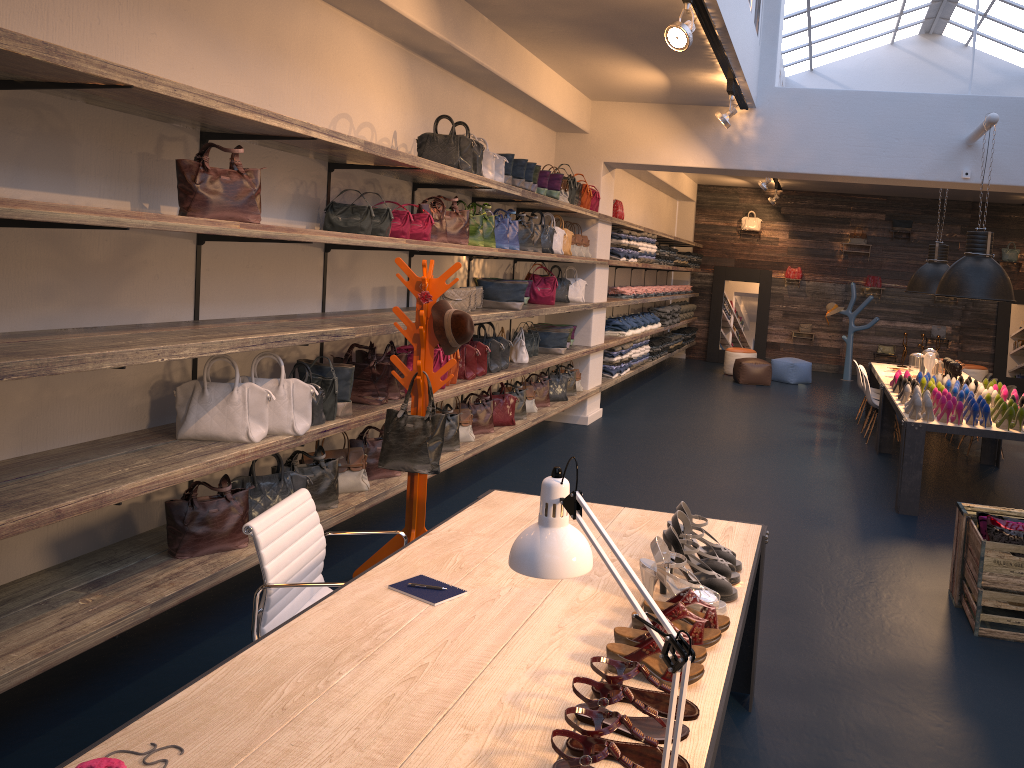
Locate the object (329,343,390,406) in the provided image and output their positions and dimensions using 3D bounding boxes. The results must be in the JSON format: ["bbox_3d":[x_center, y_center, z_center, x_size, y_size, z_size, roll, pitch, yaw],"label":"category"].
[{"bbox_3d":[-0.872,-0.065,5.066,0.357,0.337,0.229,7,6,20],"label":"object"}]

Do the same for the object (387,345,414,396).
[{"bbox_3d":[-0.668,-0.079,5.429,0.254,0.298,0.350,10,8,43],"label":"object"}]

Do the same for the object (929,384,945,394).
[{"bbox_3d":[3.897,0.090,7.982,0.194,0.194,0.253,6,7,16],"label":"object"}]

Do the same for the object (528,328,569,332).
[{"bbox_3d":[0.356,-0.435,8.635,0.434,0.230,0.172,2,6,-15],"label":"object"}]

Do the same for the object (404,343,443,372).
[{"bbox_3d":[-0.590,-0.125,5.668,0.292,0.340,0.228,-1,7,-43],"label":"object"}]

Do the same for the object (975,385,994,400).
[{"bbox_3d":[4.452,0.104,8.188,0.194,0.194,0.253,6,7,16],"label":"object"}]

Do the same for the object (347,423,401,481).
[{"bbox_3d":[-0.809,0.402,5.246,0.407,0.337,0.200,-1,7,-38],"label":"object"}]

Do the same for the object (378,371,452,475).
[{"bbox_3d":[-0.503,0.198,4.428,0.358,0.521,0.212,6,5,21],"label":"object"}]

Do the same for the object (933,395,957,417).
[{"bbox_3d":[3.596,0.182,7.189,0.194,0.194,0.253,6,7,16],"label":"object"}]

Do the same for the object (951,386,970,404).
[{"bbox_3d":[4.119,0.107,7.985,0.200,0.194,0.253,6,7,16],"label":"object"}]

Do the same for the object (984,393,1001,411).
[{"bbox_3d":[4.203,0.167,7.625,0.194,0.194,0.253,6,7,16],"label":"object"}]

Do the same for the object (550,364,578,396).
[{"bbox_3d":[0.548,-0.041,9.013,0.406,0.337,0.201,0,7,-34],"label":"object"}]

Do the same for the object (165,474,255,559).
[{"bbox_3d":[-1.316,0.571,3.816,0.407,0.337,0.200,-1,7,-38],"label":"object"}]

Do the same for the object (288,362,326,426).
[{"bbox_3d":[-1.084,0.040,4.364,0.322,0.307,0.164,7,5,23],"label":"object"}]

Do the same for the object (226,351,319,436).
[{"bbox_3d":[-1.132,0.037,4.086,0.437,0.384,0.188,3,5,-9],"label":"object"}]

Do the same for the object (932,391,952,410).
[{"bbox_3d":[3.696,0.151,7.453,0.192,0.194,0.255,6,7,20],"label":"object"}]

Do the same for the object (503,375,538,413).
[{"bbox_3d":[0.050,0.078,7.839,0.414,0.365,0.166,0,6,-34],"label":"object"}]

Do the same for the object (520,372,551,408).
[{"bbox_3d":[0.239,0.053,8.198,0.407,0.337,0.200,-1,7,-38],"label":"object"}]

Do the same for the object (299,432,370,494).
[{"bbox_3d":[-0.998,0.427,4.887,0.414,0.365,0.166,0,6,-34],"label":"object"}]

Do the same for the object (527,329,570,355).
[{"bbox_3d":[0.352,-0.409,8.453,0.424,0.230,0.176,4,6,-6],"label":"object"}]

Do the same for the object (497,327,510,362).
[{"bbox_3d":[-0.106,-0.345,7.523,0.162,0.307,0.327,3,6,-14],"label":"object"}]

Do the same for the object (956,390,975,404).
[{"bbox_3d":[4.001,0.142,7.685,0.194,0.194,0.253,6,7,16],"label":"object"}]

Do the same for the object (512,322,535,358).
[{"bbox_3d":[0.108,-0.403,7.981,0.253,0.327,0.101,1,5,-30],"label":"object"}]

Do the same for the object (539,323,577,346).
[{"bbox_3d":[0.491,-0.532,9.389,0.424,0.234,0.176,4,5,-6],"label":"object"}]

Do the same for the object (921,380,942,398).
[{"bbox_3d":[4.007,0.057,8.265,0.194,0.194,0.253,6,7,16],"label":"object"}]

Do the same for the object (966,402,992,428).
[{"bbox_3d":[3.712,0.235,6.889,0.191,0.194,0.257,7,7,23],"label":"object"}]

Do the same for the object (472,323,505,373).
[{"bbox_3d":[-0.253,-0.296,6.826,0.410,0.384,0.200,6,5,13],"label":"object"}]

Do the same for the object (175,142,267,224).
[{"bbox_3d":[-1.233,-0.863,3.720,0.407,0.337,0.200,-1,7,-38],"label":"object"}]

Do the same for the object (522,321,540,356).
[{"bbox_3d":[0.162,-0.422,8.143,0.253,0.327,0.101,1,5,-30],"label":"object"}]

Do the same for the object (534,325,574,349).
[{"bbox_3d":[0.429,-0.482,9.015,0.427,0.234,0.175,3,6,-8],"label":"object"}]

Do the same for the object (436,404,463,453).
[{"bbox_3d":[-0.500,0.308,6.061,0.406,0.337,0.201,0,7,-34],"label":"object"}]

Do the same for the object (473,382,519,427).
[{"bbox_3d":[-0.130,0.150,7.141,0.461,0.384,0.178,-1,7,-38],"label":"object"}]

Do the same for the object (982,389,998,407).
[{"bbox_3d":[4.339,0.135,7.915,0.194,0.194,0.253,6,7,16],"label":"object"}]

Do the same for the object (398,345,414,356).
[{"bbox_3d":[-0.659,-0.089,5.538,0.267,0.296,0.238,2,6,-19],"label":"object"}]

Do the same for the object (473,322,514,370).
[{"bbox_3d":[-0.195,-0.324,7.051,0.419,0.384,0.196,5,5,6],"label":"object"}]

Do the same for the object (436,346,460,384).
[{"bbox_3d":[-0.505,-0.182,6.043,0.263,0.360,0.206,2,5,-23],"label":"object"}]

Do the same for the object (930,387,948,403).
[{"bbox_3d":[3.797,0.122,7.709,0.191,0.194,0.257,7,7,23],"label":"object"}]

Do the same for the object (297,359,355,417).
[{"bbox_3d":[-0.987,0.024,4.633,0.313,0.283,0.197,9,7,34],"label":"object"}]

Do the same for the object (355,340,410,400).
[{"bbox_3d":[-0.789,-0.093,5.250,0.332,0.354,0.168,6,5,12],"label":"object"}]

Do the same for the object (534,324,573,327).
[{"bbox_3d":[0.432,-0.509,9.198,0.432,0.234,0.173,3,6,-12],"label":"object"}]

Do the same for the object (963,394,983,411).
[{"bbox_3d":[3.936,0.175,7.423,0.195,0.194,0.251,6,7,14],"label":"object"}]

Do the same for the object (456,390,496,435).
[{"bbox_3d":[-0.268,0.222,6.768,0.407,0.337,0.200,-1,7,-38],"label":"object"}]

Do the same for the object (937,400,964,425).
[{"bbox_3d":[3.499,0.215,6.907,0.196,0.194,0.251,6,7,13],"label":"object"}]

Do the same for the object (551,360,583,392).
[{"bbox_3d":[0.588,-0.102,9.357,0.414,0.365,0.166,0,6,-34],"label":"object"}]

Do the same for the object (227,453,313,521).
[{"bbox_3d":[-1.179,0.500,4.192,0.461,0.384,0.178,-1,7,-38],"label":"object"}]

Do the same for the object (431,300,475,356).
[{"bbox_3d":[-0.292,-0.289,4.531,0.174,0.288,0.287,6,6,23],"label":"object"}]

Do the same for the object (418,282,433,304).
[{"bbox_3d":[-0.438,-0.460,4.394,0.078,0.112,0.065,4,5,-5],"label":"object"}]

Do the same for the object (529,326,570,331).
[{"bbox_3d":[0.378,-0.458,8.826,0.432,0.234,0.173,3,6,-12],"label":"object"}]

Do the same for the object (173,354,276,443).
[{"bbox_3d":[-1.277,0.057,3.870,0.437,0.384,0.188,3,5,-9],"label":"object"}]

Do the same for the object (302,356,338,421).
[{"bbox_3d":[-1.001,0.022,4.482,0.224,0.327,0.115,6,5,19],"label":"object"}]

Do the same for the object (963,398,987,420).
[{"bbox_3d":[3.829,0.203,7.170,0.194,0.194,0.253,6,7,16],"label":"object"}]

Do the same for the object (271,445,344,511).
[{"bbox_3d":[-1.052,0.492,4.507,0.406,0.337,0.201,0,7,-34],"label":"object"}]

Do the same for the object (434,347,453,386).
[{"bbox_3d":[-0.545,-0.169,5.931,0.263,0.360,0.206,2,5,-23],"label":"object"}]

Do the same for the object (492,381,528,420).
[{"bbox_3d":[-0.004,0.143,7.459,0.406,0.337,0.201,0,7,-34],"label":"object"}]

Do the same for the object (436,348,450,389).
[{"bbox_3d":[-0.550,-0.138,5.778,0.292,0.340,0.228,-1,7,-43],"label":"object"}]

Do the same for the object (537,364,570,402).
[{"bbox_3d":[0.404,-0.024,8.625,0.461,0.384,0.178,-1,7,-41],"label":"object"}]

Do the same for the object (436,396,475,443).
[{"bbox_3d":[-0.460,0.247,6.405,0.414,0.365,0.166,0,6,-34],"label":"object"}]
